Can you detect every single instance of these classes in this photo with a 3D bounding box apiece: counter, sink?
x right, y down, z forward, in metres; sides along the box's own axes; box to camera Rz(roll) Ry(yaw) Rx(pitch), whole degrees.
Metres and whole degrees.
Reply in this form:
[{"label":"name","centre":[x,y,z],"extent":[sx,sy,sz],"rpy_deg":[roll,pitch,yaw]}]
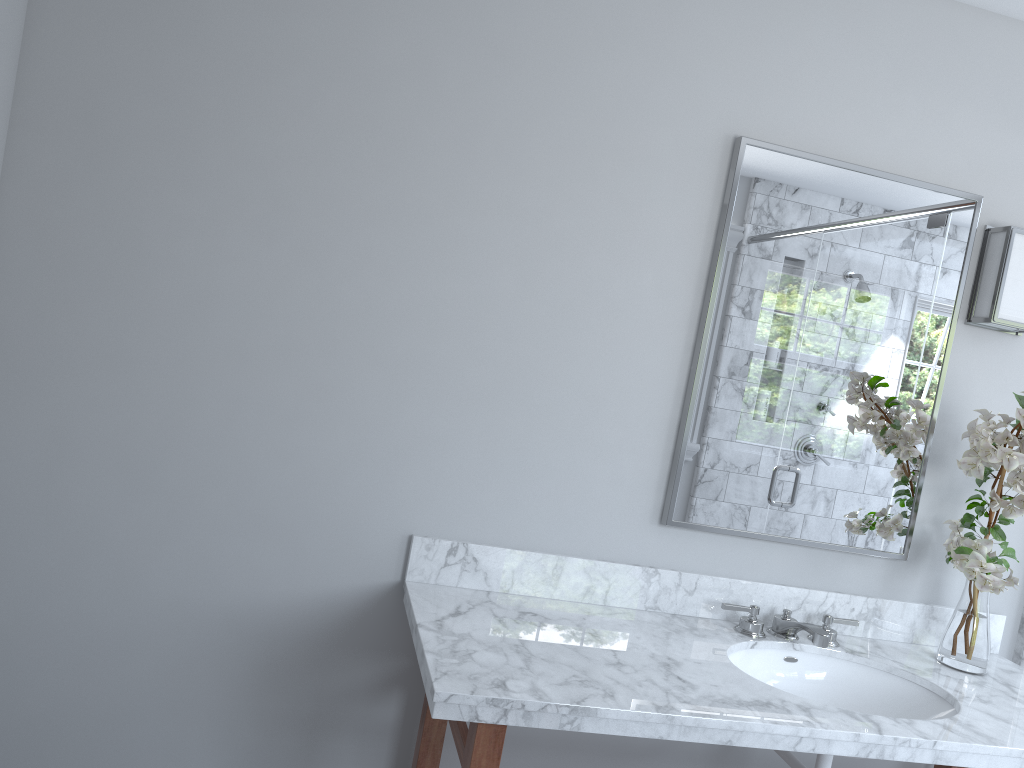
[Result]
[{"label":"counter","centre":[0.534,1.007,1.999],"extent":[1.657,0.983,0.638],"rpy_deg":[10,3,-12]},{"label":"sink","centre":[0.695,0.804,2.007],"extent":[0.517,0.270,0.494],"rpy_deg":[13,3,37]}]

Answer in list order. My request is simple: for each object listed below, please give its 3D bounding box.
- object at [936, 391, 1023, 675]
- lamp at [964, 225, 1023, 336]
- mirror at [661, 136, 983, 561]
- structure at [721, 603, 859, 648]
[{"label":"object","centre":[1.174,0.370,2.150],"extent":[0.225,0.706,0.374],"rpy_deg":[11,3,19]},{"label":"lamp","centre":[1.322,-0.271,2.329],"extent":[0.175,0.266,0.091],"rpy_deg":[10,3,-12]},{"label":"mirror","centre":[0.803,-0.069,2.273],"extent":[0.694,0.977,0.030],"rpy_deg":[10,3,-12]},{"label":"structure","centre":[0.697,0.602,2.227],"extent":[0.256,0.069,0.295],"rpy_deg":[13,3,37]}]
